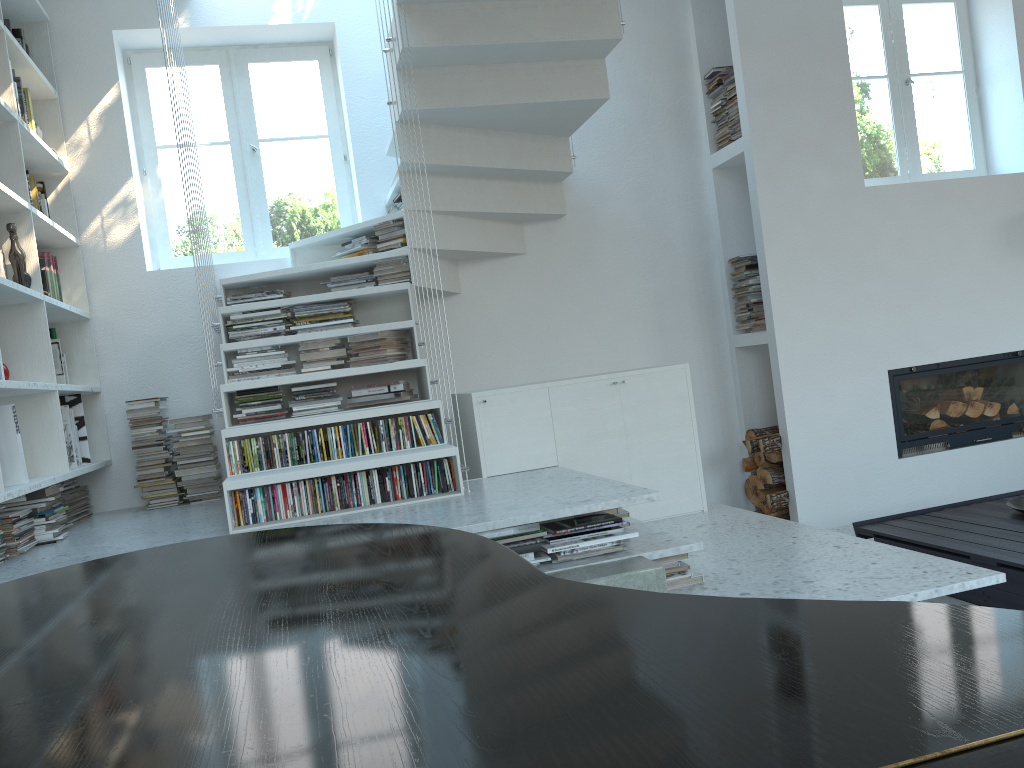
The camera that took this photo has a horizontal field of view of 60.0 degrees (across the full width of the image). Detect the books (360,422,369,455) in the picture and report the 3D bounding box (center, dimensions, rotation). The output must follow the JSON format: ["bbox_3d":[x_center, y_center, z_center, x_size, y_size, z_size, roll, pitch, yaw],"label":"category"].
[{"bbox_3d":[-0.576,0.211,3.471,0.009,0.125,0.125,-8,1,-14],"label":"books"}]

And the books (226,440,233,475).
[{"bbox_3d":[-1.065,0.278,3.352,0.008,0.125,0.125,-8,1,-14],"label":"books"}]

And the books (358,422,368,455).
[{"bbox_3d":[-0.585,0.212,3.469,0.013,0.125,0.125,-8,1,-14],"label":"books"}]

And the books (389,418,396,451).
[{"bbox_3d":[-0.474,0.197,3.496,0.008,0.125,0.125,-8,1,-14],"label":"books"}]

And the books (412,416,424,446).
[{"bbox_3d":[-0.382,0.186,3.519,0.034,0.123,0.125,-8,1,-14],"label":"books"}]

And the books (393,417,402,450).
[{"bbox_3d":[-0.453,0.194,3.501,0.010,0.125,0.125,-8,1,-14],"label":"books"}]

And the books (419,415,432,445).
[{"bbox_3d":[-0.351,0.182,3.526,0.034,0.123,0.125,-8,1,-14],"label":"books"}]

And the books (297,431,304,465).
[{"bbox_3d":[-0.814,0.244,3.413,0.008,0.125,0.125,-8,1,-14],"label":"books"}]

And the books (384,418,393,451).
[{"bbox_3d":[-0.488,0.199,3.493,0.007,0.125,0.125,-8,1,-14],"label":"books"}]

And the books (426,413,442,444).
[{"bbox_3d":[-0.314,0.177,3.535,0.036,0.123,0.125,-8,1,-14],"label":"books"}]

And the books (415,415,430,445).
[{"bbox_3d":[-0.358,0.183,3.524,0.034,0.123,0.125,-8,1,-14],"label":"books"}]

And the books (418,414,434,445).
[{"bbox_3d":[-0.343,0.181,3.528,0.035,0.123,0.125,-8,1,-14],"label":"books"}]

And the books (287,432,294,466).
[{"bbox_3d":[-0.851,0.249,3.404,0.008,0.125,0.125,-8,1,-14],"label":"books"}]

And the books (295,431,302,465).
[{"bbox_3d":[-0.821,0.245,3.412,0.007,0.125,0.125,-8,1,-14],"label":"books"}]

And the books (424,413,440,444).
[{"bbox_3d":[-0.321,0.178,3.533,0.034,0.123,0.125,-8,1,-14],"label":"books"}]

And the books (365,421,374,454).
[{"bbox_3d":[-0.559,0.209,3.475,0.012,0.125,0.125,-8,1,-14],"label":"books"}]

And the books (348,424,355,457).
[{"bbox_3d":[-0.629,0.218,3.458,0.009,0.125,0.125,-8,1,-14],"label":"books"}]

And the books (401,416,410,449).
[{"bbox_3d":[-0.423,0.190,3.509,0.008,0.125,0.125,-8,1,-14],"label":"books"}]

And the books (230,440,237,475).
[{"bbox_3d":[-1.050,0.276,3.356,0.009,0.125,0.125,-8,1,-14],"label":"books"}]

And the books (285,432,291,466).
[{"bbox_3d":[-0.858,0.250,3.403,0.008,0.125,0.125,-8,1,-14],"label":"books"}]

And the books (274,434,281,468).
[{"bbox_3d":[-0.895,0.255,3.394,0.009,0.125,0.125,-8,1,-14],"label":"books"}]

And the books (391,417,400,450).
[{"bbox_3d":[-0.460,0.195,3.500,0.008,0.125,0.125,-8,1,-14],"label":"books"}]

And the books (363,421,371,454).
[{"bbox_3d":[-0.569,0.210,3.473,0.007,0.125,0.125,-8,1,-14],"label":"books"}]

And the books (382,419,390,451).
[{"bbox_3d":[-0.496,0.200,3.491,0.009,0.125,0.125,-8,1,-14],"label":"books"}]

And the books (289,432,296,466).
[{"bbox_3d":[-0.842,0.248,3.406,0.008,0.125,0.125,-8,1,-14],"label":"books"}]

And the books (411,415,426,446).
[{"bbox_3d":[-0.374,0.185,3.521,0.035,0.123,0.125,-8,1,-14],"label":"books"}]

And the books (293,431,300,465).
[{"bbox_3d":[-0.828,0.246,3.410,0.007,0.125,0.125,-8,1,-14],"label":"books"}]

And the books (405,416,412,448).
[{"bbox_3d":[-0.416,0.189,3.510,0.007,0.125,0.125,-8,1,-14],"label":"books"}]

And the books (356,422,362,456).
[{"bbox_3d":[-0.599,0.214,3.466,0.016,0.125,0.125,-8,1,-14],"label":"books"}]

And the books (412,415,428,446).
[{"bbox_3d":[-0.366,0.184,3.522,0.036,0.123,0.125,-8,1,-14],"label":"books"}]

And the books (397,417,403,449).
[{"bbox_3d":[-0.446,0.193,3.503,0.010,0.125,0.125,-8,1,-14],"label":"books"}]

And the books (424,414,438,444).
[{"bbox_3d":[-0.329,0.179,3.532,0.035,0.123,0.125,-8,1,-14],"label":"books"}]

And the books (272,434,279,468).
[{"bbox_3d":[-0.903,0.256,3.392,0.007,0.125,0.125,-8,1,-14],"label":"books"}]

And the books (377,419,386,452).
[{"bbox_3d":[-0.514,0.203,3.487,0.008,0.125,0.125,-8,1,-14],"label":"books"}]

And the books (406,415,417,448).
[{"bbox_3d":[-0.399,0.187,3.514,0.011,0.125,0.125,-8,1,-14],"label":"books"}]

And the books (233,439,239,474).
[{"bbox_3d":[-1.042,0.275,3.358,0.008,0.125,0.125,-8,1,-14],"label":"books"}]

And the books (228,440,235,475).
[{"bbox_3d":[-1.057,0.277,3.354,0.008,0.125,0.125,-8,1,-14],"label":"books"}]

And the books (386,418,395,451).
[{"bbox_3d":[-0.481,0.198,3.495,0.007,0.125,0.125,-8,1,-14],"label":"books"}]

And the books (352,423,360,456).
[{"bbox_3d":[-0.610,0.216,3.463,0.009,0.125,0.125,-8,1,-14],"label":"books"}]

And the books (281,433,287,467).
[{"bbox_3d":[-0.872,0.252,3.399,0.008,0.125,0.125,-8,1,-14],"label":"books"}]

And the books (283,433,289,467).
[{"bbox_3d":[-0.866,0.251,3.401,0.008,0.125,0.125,-8,1,-14],"label":"books"}]

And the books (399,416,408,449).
[{"bbox_3d":[-0.430,0.191,3.507,0.008,0.125,0.125,-8,1,-14],"label":"books"}]

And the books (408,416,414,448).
[{"bbox_3d":[-0.409,0.188,3.512,0.008,0.125,0.125,-8,1,-14],"label":"books"}]

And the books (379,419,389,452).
[{"bbox_3d":[-0.505,0.201,3.489,0.010,0.125,0.125,-8,1,-14],"label":"books"}]

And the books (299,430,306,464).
[{"bbox_3d":[-0.807,0.243,3.415,0.008,0.125,0.125,-8,1,-14],"label":"books"}]

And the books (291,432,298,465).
[{"bbox_3d":[-0.835,0.247,3.408,0.007,0.125,0.125,-8,1,-14],"label":"books"}]

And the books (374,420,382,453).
[{"bbox_3d":[-0.528,0.205,3.483,0.007,0.125,0.125,-8,1,-14],"label":"books"}]

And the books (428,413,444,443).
[{"bbox_3d":[-0.306,0.175,3.537,0.033,0.123,0.125,-8,1,-14],"label":"books"}]

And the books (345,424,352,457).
[{"bbox_3d":[-0.638,0.220,3.456,0.013,0.125,0.125,-8,1,-14],"label":"books"}]

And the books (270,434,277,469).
[{"bbox_3d":[-0.912,0.257,3.389,0.010,0.125,0.125,-8,1,-14],"label":"books"}]

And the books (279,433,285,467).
[{"bbox_3d":[-0.880,0.253,3.397,0.007,0.125,0.125,-8,1,-14],"label":"books"}]

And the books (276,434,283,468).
[{"bbox_3d":[-0.888,0.254,3.395,0.009,0.125,0.125,-8,1,-14],"label":"books"}]

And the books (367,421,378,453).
[{"bbox_3d":[-0.549,0.208,3.478,0.018,0.125,0.125,-8,1,-14],"label":"books"}]

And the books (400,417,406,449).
[{"bbox_3d":[-0.438,0.192,3.505,0.008,0.125,0.125,-8,1,-14],"label":"books"}]

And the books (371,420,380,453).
[{"bbox_3d":[-0.536,0.206,3.481,0.009,0.125,0.125,-8,1,-14],"label":"books"}]

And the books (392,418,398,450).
[{"bbox_3d":[-0.467,0.196,3.498,0.008,0.125,0.125,-8,1,-14],"label":"books"}]

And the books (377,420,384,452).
[{"bbox_3d":[-0.520,0.203,3.485,0.008,0.125,0.125,-8,1,-14],"label":"books"}]

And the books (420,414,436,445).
[{"bbox_3d":[-0.336,0.180,3.530,0.036,0.123,0.125,-8,1,-14],"label":"books"}]

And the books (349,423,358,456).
[{"bbox_3d":[-0.619,0.217,3.461,0.011,0.125,0.125,-8,1,-14],"label":"books"}]
